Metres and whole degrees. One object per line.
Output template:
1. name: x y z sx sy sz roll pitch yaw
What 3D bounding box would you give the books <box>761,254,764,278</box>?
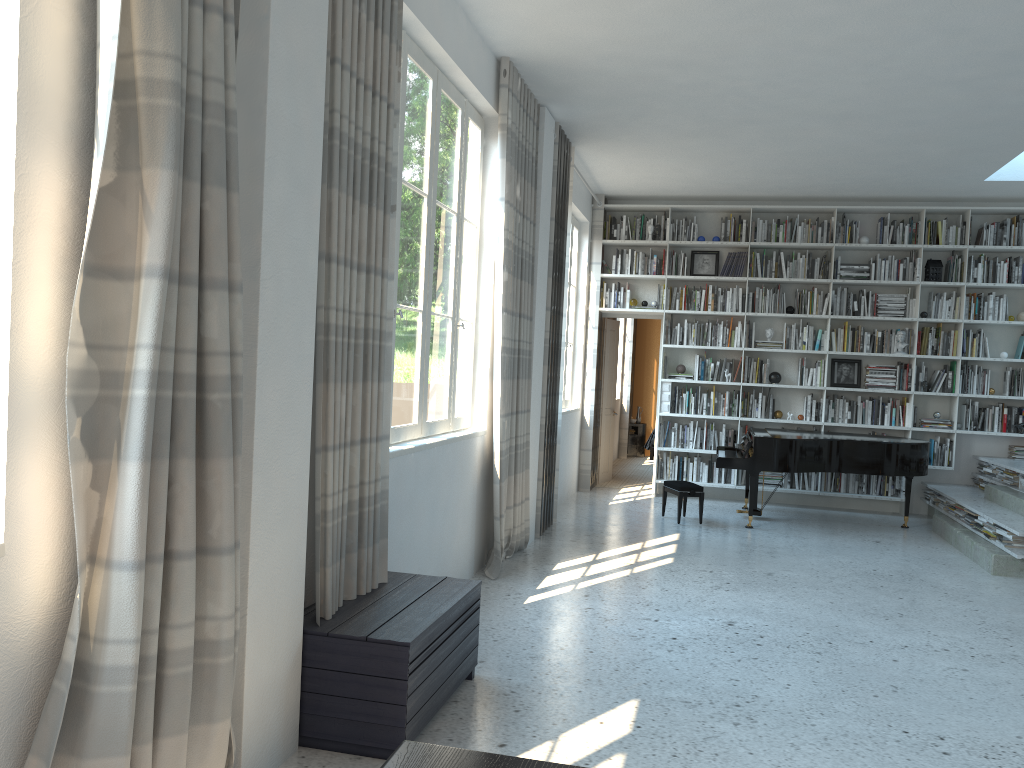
1. books: 2.661 -1.238 9.424 0.011 0.260 0.157 3 2 13

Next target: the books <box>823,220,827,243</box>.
1. books: 3.270 -1.574 9.286 0.029 0.261 0.151 3 2 13

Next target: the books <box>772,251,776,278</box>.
1. books: 2.770 -1.249 9.397 0.023 0.293 0.155 3 2 13

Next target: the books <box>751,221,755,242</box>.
1. books: 2.563 -1.599 9.435 0.029 0.237 0.156 3 2 13

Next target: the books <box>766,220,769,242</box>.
1. books: 2.703 -1.598 9.403 0.012 0.250 0.174 3 2 13

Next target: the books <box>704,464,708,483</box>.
1. books: 2.102 0.963 9.588 0.031 0.188 0.190 3 2 13

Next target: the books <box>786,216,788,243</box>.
1. books: 2.897 -1.612 9.360 0.010 0.299 0.151 3 2 13

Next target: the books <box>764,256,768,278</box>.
1. books: 2.690 -1.227 9.410 0.031 0.242 0.181 3 2 13

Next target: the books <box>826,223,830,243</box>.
1. books: 3.292 -1.554 9.260 0.026 0.225 0.172 3 2 13

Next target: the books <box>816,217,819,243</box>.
1. books: 3.193 -1.590 9.291 0.013 0.285 0.159 3 2 13

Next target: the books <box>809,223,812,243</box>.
1. books: 3.126 -1.565 9.305 0.021 0.229 0.161 3 2 13

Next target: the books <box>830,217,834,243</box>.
1. books: 3.333 -1.584 9.253 0.026 0.288 0.176 3 2 13

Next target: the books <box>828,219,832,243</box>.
1. books: 3.314 -1.574 9.263 0.014 0.267 0.171 3 2 13

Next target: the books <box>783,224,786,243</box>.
1. books: 2.871 -1.572 9.364 0.011 0.216 0.160 3 2 13

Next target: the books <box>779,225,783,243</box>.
1. books: 2.840 -1.567 9.382 0.030 0.201 0.152 3 2 13

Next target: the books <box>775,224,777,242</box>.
1. books: 2.795 -1.577 9.403 0.012 0.216 0.150 3 2 13

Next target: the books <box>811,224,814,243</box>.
1. books: 3.139 -1.553 9.289 0.013 0.207 0.178 3 2 13

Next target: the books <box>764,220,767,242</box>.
1. books: 2.687 -1.600 9.411 0.023 0.251 0.170 3 2 13

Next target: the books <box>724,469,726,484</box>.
1. books: 2.293 0.915 9.548 0.012 0.304 0.165 3 2 13

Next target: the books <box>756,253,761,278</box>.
1. books: 2.625 -1.247 9.440 0.067 0.274 0.168 3 2 13

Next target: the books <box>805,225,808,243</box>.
1. books: 3.092 -1.560 9.334 0.029 0.213 0.141 3 2 13

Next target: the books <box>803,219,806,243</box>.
1. books: 3.070 -1.588 9.330 0.014 0.269 0.156 3 2 13

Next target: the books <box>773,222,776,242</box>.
1. books: 2.779 -1.587 9.415 0.025 0.235 0.129 3 2 13

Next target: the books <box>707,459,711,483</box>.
1. books: 2.130 0.937 9.581 0.023 0.244 0.188 3 2 13

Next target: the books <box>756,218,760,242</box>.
1. books: 2.617 -1.618 9.448 0.021 0.279 0.140 3 2 13

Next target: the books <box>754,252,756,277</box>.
1. books: 2.587 -1.255 9.442 0.010 0.287 0.148 3 2 13

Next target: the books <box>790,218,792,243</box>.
1. books: 2.935 -1.599 9.348 0.013 0.276 0.164 3 2 13

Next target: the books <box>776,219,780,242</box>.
1. books: 2.816 -1.602 9.396 0.028 0.268 0.151 3 2 13

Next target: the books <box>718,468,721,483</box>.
1. books: 2.253 0.932 9.591 0.040 0.264 0.137 3 2 13

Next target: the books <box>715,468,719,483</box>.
1. books: 2.215 0.935 9.576 0.027 0.256 0.179 3 2 13

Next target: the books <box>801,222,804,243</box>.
1. books: 3.050 -1.573 9.334 0.026 0.236 0.134 3 2 13

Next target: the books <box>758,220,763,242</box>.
1. books: 2.638 -1.604 9.424 0.031 0.255 0.145 3 2 13

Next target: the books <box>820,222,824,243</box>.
1. books: 3.241 -1.563 9.285 0.026 0.237 0.149 3 2 13

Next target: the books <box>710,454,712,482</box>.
1. books: 2.156 0.904 9.606 0.013 0.310 0.130 3 2 13

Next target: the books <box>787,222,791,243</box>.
1. books: 2.917 -1.580 9.368 0.029 0.235 0.130 3 2 13

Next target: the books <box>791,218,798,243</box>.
1. books: 2.966 -1.595 9.338 0.052 0.273 0.172 3 2 13

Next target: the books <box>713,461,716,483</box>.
1. books: 2.191 0.949 9.585 0.022 0.225 0.141 3 2 13

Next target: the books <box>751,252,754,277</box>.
1. books: 2.563 -1.255 9.449 0.013 0.283 0.158 3 2 13

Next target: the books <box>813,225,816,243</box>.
1. books: 3.158 -1.549 9.282 0.026 0.200 0.187 3 2 13

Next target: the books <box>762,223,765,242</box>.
1. books: 2.663 -1.585 9.414 0.023 0.220 0.181 3 2 13

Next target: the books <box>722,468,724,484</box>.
1. books: 2.277 0.919 9.555 0.021 0.296 0.188 3 2 13

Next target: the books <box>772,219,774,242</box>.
1. books: 2.757 -1.603 9.393 0.010 0.264 0.160 3 2 13

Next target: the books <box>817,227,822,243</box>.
1. books: 3.210 -1.538 9.283 0.031 0.185 0.176 3 2 13

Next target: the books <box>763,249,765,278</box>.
1. books: 2.671 -1.265 9.412 0.012 0.315 0.171 3 2 13

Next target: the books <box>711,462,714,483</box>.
1. books: 2.171 0.953 9.602 0.024 0.214 0.137 3 2 13

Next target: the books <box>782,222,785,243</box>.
1. books: 2.862 -1.582 9.373 0.013 0.234 0.154 3 2 13

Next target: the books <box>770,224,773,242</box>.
1. books: 2.744 -1.575 9.395 0.014 0.207 0.166 3 2 13

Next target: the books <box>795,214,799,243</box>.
1. books: 3.002 -1.615 9.343 0.014 0.315 0.166 3 2 13

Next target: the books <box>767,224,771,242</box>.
1. books: 2.719 -1.576 9.387 0.029 0.208 0.178 3 2 13

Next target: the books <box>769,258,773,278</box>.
1. books: 2.743 -1.213 9.405 0.029 0.219 0.157 3 2 13

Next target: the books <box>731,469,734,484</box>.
1. books: 2.380 0.933 9.554 0.027 0.276 0.143 3 2 13

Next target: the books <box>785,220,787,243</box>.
1. books: 2.884 -1.589 9.361 0.013 0.251 0.183 3 2 13

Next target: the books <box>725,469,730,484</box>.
1. books: 2.334 0.941 9.563 0.065 0.256 0.155 3 2 13

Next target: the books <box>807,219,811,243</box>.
1. books: 3.108 -1.585 9.302 0.014 0.266 0.192 3 2 13

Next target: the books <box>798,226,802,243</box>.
1. books: 3.019 -1.551 9.333 0.031 0.190 0.181 3 2 13

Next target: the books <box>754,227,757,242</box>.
1. books: 2.591 -1.571 9.445 0.024 0.183 0.133 3 2 13

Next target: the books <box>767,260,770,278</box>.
1. books: 2.719 -1.205 9.418 0.024 0.201 0.153 3 2 13

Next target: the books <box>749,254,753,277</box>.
1. books: 2.541 -1.242 9.440 0.023 0.256 0.174 3 2 13

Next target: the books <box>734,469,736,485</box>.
1. books: 2.391 0.956 9.508 0.017 0.233 0.212 3 2 13

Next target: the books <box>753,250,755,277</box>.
1. books: 2.581 -1.267 9.466 0.014 0.309 0.130 3 2 13
